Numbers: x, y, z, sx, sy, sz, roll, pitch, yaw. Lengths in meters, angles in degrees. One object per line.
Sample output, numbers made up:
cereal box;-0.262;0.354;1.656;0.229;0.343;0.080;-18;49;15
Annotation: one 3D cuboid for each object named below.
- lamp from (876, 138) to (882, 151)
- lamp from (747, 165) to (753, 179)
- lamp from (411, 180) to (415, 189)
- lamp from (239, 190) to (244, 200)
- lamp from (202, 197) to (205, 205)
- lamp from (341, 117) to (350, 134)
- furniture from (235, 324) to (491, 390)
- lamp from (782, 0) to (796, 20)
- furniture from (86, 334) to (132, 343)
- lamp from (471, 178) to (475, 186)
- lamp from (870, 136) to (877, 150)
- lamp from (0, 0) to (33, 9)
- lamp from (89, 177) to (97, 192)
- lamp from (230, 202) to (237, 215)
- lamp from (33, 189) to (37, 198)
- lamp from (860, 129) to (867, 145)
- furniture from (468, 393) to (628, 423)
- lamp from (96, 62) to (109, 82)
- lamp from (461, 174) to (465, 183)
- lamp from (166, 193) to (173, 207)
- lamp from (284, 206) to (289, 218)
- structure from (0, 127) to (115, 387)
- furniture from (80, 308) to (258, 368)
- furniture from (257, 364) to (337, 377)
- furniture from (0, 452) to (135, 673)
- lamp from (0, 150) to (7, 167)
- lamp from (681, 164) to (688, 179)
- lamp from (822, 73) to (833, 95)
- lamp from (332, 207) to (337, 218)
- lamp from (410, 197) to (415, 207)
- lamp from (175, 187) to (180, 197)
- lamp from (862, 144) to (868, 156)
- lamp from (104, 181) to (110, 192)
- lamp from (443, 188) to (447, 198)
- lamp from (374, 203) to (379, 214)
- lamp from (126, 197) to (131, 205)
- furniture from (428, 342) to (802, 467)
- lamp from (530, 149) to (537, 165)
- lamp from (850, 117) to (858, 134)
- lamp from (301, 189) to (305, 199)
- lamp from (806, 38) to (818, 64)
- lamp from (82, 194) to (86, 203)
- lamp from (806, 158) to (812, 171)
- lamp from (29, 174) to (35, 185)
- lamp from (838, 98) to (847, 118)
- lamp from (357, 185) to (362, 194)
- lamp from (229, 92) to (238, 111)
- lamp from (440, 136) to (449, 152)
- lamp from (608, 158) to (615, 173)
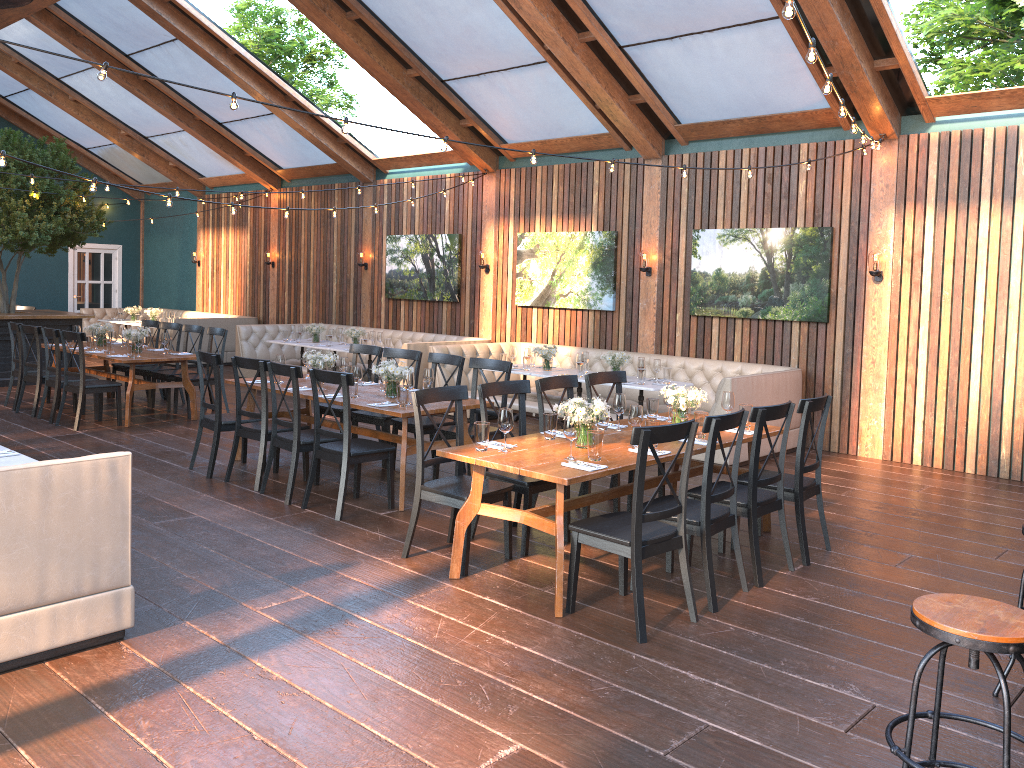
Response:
lamp;3.465;-2.262;8.362;0.056;0.120;0.056;2;4;4
lamp;2.148;-1.912;7.979;0.056;0.120;0.056;0;4;-32
lamp;-1.340;-2.713;12.007;0.056;0.120;0.056;1;4;-5
lamp;-3.345;-2.335;10.939;0.056;0.117;0.067;2;4;6
lamp;-5.154;-3.055;14.777;0.056;0.120;0.056;3;4;25
lamp;-1.142;-1.772;6.064;0.056;0.121;0.056;-1;4;-33
furniture;-2.278;-0.350;13.174;4.171;0.856;1.712;8;8;42
lamp;1.129;-1.545;3.600;0.056;0.121;0.056;0;4;-29
furniture;-7.504;-0.663;16.472;2.336;0.397;0.313;8;7;42
lamp;-0.538;-2.782;12.188;0.056;0.118;0.063;3;4;26
lamp;3.138;-2.093;7.683;0.061;0.119;0.057;-1;4;-31
lamp;-0.313;-0.318;0.468;0.146;0.319;0.178;5;5;42
lamp;-3.239;-1.540;6.835;0.056;0.119;0.057;2;4;3
lamp;-2.586;-1.631;8.222;0.056;0.120;0.056;-1;5;-42
lamp;-6.508;-2.592;12.069;0.056;0.120;0.056;0;4;-22
lamp;2.788;-1.960;7.021;0.059;0.119;0.057;1;4;-4
furniture;0.285;0.411;9.317;2.336;0.397;0.313;8;7;42
lamp;-2.446;-1.868;5.294;0.075;0.114;0.056;2;4;-2
lamp;-0.680;-2.870;12.347;0.056;0.121;0.056;0;4;-26
lamp;-2.919;-1.566;7.533;0.056;0.121;0.056;5;5;41
lamp;-2.270;-1.729;8.910;0.056;0.120;0.056;0;4;-28
structure;-7.360;-1.896;12.945;2.716;3.683;2.862;-2;5;-39
furniture;-6.719;-0.963;17.254;4.171;0.856;1.712;8;8;42
furniture;-3.038;-0.048;12.369;2.336;0.397;0.313;8;7;42
furniture;-3.823;0.586;4.818;4.171;0.856;1.712;8;8;42
lamp;-3.539;-1.565;6.139;0.056;0.120;0.056;5;5;39
lamp;1.484;-1.827;7.604;0.056;0.121;0.056;1;4;-14
lamp;1.772;-1.687;4.974;0.056;0.120;0.056;-1;5;-42
lamp;-1.919;-1.861;9.583;0.056;0.120;0.056;4;4;30
lamp;-1.228;-2.242;10.910;0.071;0.115;0.056;0;4;-25
lamp;-3.990;-2.289;10.545;0.056;0.121;0.056;-1;4;-32
lamp;3.461;-2.294;8.680;0.065;0.118;0.056;2;4;3
lamp;-4.647;-2.267;10.155;0.056;0.120;0.056;3;4;17
lamp;-0.878;-2.492;11.555;0.060;0.119;0.056;0;4;-25
lamp;-1.574;-2.032;10.252;0.056;0.120;0.056;0;4;-20
lamp;-5.820;-2.774;13.425;0.060;0.119;0.057;0;4;-24
furniture;1.048;0.108;10.119;4.171;0.856;1.712;8;8;42
lamp;0.169;-1.756;6.844;0.056;0.120;0.056;2;4;11
lamp;2.451;-1.852;6.342;0.056;0.119;0.057;2;4;2
lamp;-2.667;-2.423;11.300;0.056;0.120;0.056;0;4;-26
lamp;1.453;-1.614;4.287;0.056;0.120;0.056;0;4;-22
lamp;-6.163;-2.673;12.745;0.056;0.119;0.060;4;4;28
lamp;2.804;-2.066;8.347;0.056;0.117;0.066;1;4;-18
lamp;-5.300;-2.263;9.774;0.056;0.121;0.056;1;4;-7
lamp;2.117;-1.763;5.660;0.056;0.120;0.056;2;4;-2
lamp;-2.014;-2.560;11.667;0.056;0.118;0.063;4;5;36
lamp;-1.781;-1.811;5.665;0.056;0.120;0.056;3;4;18
lamp;-0.495;-1.751;6.453;0.056;0.119;0.057;4;4;36
lamp;0.819;-1.784;7.233;0.059;0.119;0.056;3;4;22
